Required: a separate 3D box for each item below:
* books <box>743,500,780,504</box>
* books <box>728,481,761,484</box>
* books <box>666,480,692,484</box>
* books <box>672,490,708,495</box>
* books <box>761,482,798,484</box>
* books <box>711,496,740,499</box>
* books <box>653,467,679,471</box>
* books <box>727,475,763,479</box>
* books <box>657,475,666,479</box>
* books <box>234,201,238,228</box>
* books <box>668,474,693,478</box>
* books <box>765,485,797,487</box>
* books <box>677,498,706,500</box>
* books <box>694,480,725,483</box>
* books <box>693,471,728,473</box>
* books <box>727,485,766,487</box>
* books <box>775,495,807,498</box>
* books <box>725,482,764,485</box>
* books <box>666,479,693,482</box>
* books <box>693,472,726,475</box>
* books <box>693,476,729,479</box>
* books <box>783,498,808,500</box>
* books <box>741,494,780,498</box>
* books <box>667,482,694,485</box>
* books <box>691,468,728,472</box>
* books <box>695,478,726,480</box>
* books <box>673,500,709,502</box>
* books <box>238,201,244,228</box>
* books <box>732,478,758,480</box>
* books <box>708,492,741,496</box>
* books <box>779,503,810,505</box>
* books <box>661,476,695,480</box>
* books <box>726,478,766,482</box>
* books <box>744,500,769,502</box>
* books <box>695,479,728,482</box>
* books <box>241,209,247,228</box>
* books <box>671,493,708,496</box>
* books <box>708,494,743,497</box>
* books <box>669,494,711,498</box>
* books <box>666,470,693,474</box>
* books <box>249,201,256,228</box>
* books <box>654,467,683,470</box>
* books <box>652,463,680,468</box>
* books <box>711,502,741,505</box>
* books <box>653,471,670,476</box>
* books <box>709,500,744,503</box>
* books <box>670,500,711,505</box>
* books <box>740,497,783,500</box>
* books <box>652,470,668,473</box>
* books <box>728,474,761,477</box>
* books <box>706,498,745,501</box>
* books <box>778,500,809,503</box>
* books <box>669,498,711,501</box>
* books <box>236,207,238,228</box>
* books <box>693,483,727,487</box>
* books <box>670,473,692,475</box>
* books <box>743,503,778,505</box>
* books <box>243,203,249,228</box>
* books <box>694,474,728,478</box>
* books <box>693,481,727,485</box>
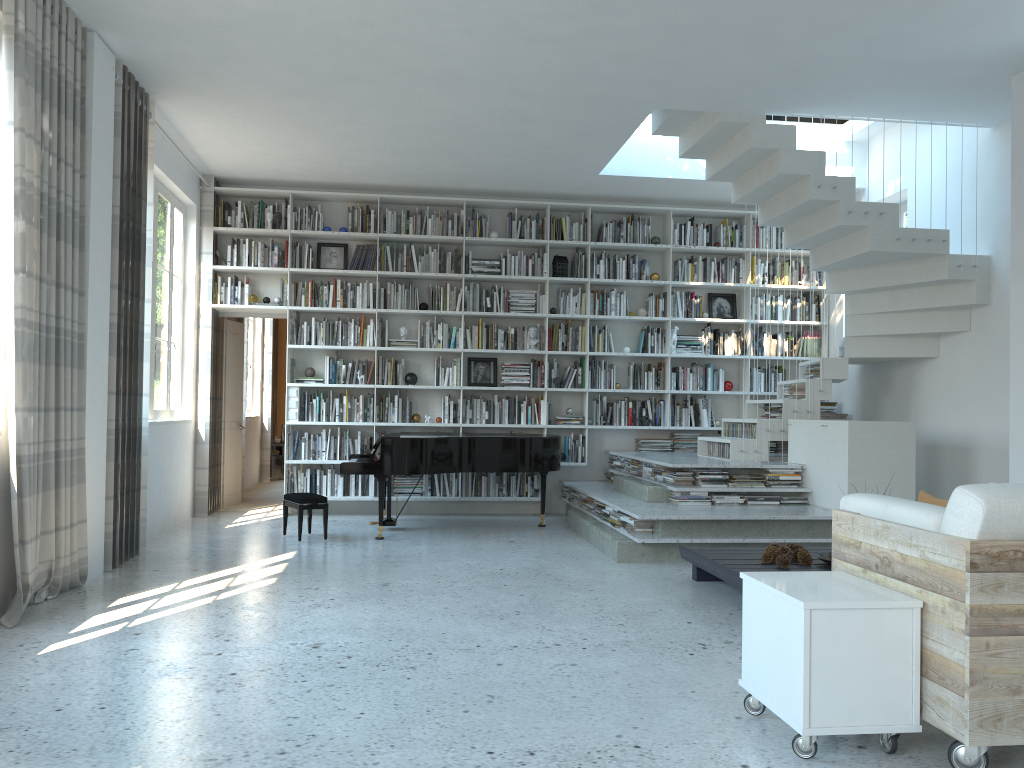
[{"bbox_3d":[1.950,0.926,6.976,0.250,0.018,0.177,1,-2,-4],"label":"books"},{"bbox_3d":[1.853,0.781,7.092,0.214,0.015,0.177,1,-2,-6],"label":"books"},{"bbox_3d":[1.338,0.789,7.133,0.161,0.014,0.212,1,-2,-3],"label":"books"},{"bbox_3d":[1.386,0.844,6.914,0.234,0.025,0.157,1,-2,-12],"label":"books"},{"bbox_3d":[2.148,0.793,7.142,0.262,0.016,0.132,1,-2,-12],"label":"books"},{"bbox_3d":[1.665,0.884,6.964,0.211,0.018,0.134,1,-2,-4],"label":"books"},{"bbox_3d":[1.299,0.712,7.408,0.168,0.013,0.281,1,-2,-10],"label":"books"},{"bbox_3d":[1.854,0.743,7.094,0.245,0.013,0.172,1,-2,-8],"label":"books"},{"bbox_3d":[1.309,0.773,7.408,0.155,0.028,0.189,1,-2,-6],"label":"books"},{"bbox_3d":[-2.682,-1.622,8.634,0.010,0.281,0.160,1,-1,-7],"label":"books"},{"bbox_3d":[1.356,0.742,7.135,0.137,0.012,0.242,1,-2,-6],"label":"books"},{"bbox_3d":[2.149,0.814,7.126,0.220,0.011,0.177,1,-2,-9],"label":"books"},{"bbox_3d":[1.386,0.885,6.910,0.210,0.012,0.168,1,-2,-3],"label":"books"},{"bbox_3d":[1.573,0.777,7.074,0.207,0.012,0.131,1,-2,-11],"label":"books"},{"bbox_3d":[1.576,0.699,7.061,0.228,0.009,0.159,1,-2,-11],"label":"books"},{"bbox_3d":[1.853,0.811,7.087,0.291,0.007,0.174,1,-2,-4],"label":"books"},{"bbox_3d":[2.211,0.893,7.036,0.215,0.007,0.130,1,-2,-5],"label":"books"},{"bbox_3d":[1.851,0.796,7.107,0.293,0.014,0.134,1,-2,-10],"label":"books"},{"bbox_3d":[1.345,0.775,7.134,0.152,0.015,0.208,1,-2,-10],"label":"books"},{"bbox_3d":[1.575,0.713,7.069,0.221,0.018,0.154,1,-2,-6],"label":"books"},{"bbox_3d":[1.575,0.741,7.064,0.260,0.009,0.153,1,-2,-4],"label":"books"},{"bbox_3d":[2.211,0.904,7.036,0.229,0.014,0.133,1,-2,-8],"label":"books"},{"bbox_3d":[1.942,0.882,6.983,0.275,0.009,0.176,1,-2,-7],"label":"books"},{"bbox_3d":[1.354,0.801,7.134,0.144,0.009,0.249,1,-2,-7],"label":"books"},{"bbox_3d":[1.574,0.688,7.082,0.261,0.016,0.128,1,-2,-8],"label":"books"},{"bbox_3d":[1.575,0.752,7.062,0.210,0.012,0.168,1,-2,-6],"label":"books"},{"bbox_3d":[1.385,0.907,6.916,0.264,0.006,0.164,1,-2,-6],"label":"books"},{"bbox_3d":[-2.639,-1.622,8.638,0.028,0.283,0.189,1,-1,-7],"label":"books"},{"bbox_3d":[1.853,0.754,7.099,0.179,0.010,0.160,1,-2,-5],"label":"books"},{"bbox_3d":[1.666,0.864,6.961,0.220,0.013,0.149,1,-2,-8],"label":"books"},{"bbox_3d":[2.212,0.947,7.020,0.261,0.006,0.151,1,-2,-11],"label":"books"},{"bbox_3d":[1.332,0.755,7.132,0.184,0.014,0.297,1,-2,-8],"label":"books"},{"bbox_3d":[1.855,0.766,7.077,0.273,0.014,0.187,1,-2,-12],"label":"books"},{"bbox_3d":[1.949,0.915,6.983,0.254,0.005,0.161,1,-2,-11],"label":"books"},{"bbox_3d":[1.576,0.764,7.051,0.215,0.013,0.189,1,-2,-8],"label":"books"},{"bbox_3d":[-2.610,-1.584,8.631,0.030,0.206,0.175,1,-1,-7],"label":"books"},{"bbox_3d":[1.384,0.862,6.927,0.257,0.010,0.132,1,-2,-3],"label":"books"},{"bbox_3d":[1.666,0.873,6.959,0.242,0.005,0.152,1,-2,-6],"label":"books"},{"bbox_3d":[1.385,0.873,6.914,0.292,0.012,0.159,1,-2,-4],"label":"books"},{"bbox_3d":[1.349,0.710,7.135,0.149,0.014,0.228,1,-2,-9],"label":"books"},{"bbox_3d":[-2.529,-1.620,8.652,0.039,0.282,0.181,1,-1,-7],"label":"books"},{"bbox_3d":[1.300,0.702,7.408,0.171,0.007,0.260,1,-2,-9],"label":"books"},{"bbox_3d":[1.286,0.679,7.407,0.189,0.022,0.237,1,-2,-2],"label":"books"},{"bbox_3d":[1.665,0.932,6.956,0.208,0.015,0.152,1,-2,-9],"label":"books"},{"bbox_3d":[1.300,0.746,7.408,0.177,0.026,0.230,1,-2,-7],"label":"books"},{"bbox_3d":[1.668,0.915,6.942,0.232,0.019,0.169,1,-2,-12],"label":"books"},{"bbox_3d":[1.387,0.921,6.896,0.262,0.023,0.200,1,-2,-9],"label":"books"},{"bbox_3d":[1.951,0.895,6.975,0.287,0.018,0.190,1,-2,-8],"label":"books"},{"bbox_3d":[1.296,0.728,7.407,0.187,0.009,0.250,1,-2,-7],"label":"books"},{"bbox_3d":[1.855,0.731,7.088,0.203,0.011,0.173,1,-2,-12],"label":"books"},{"bbox_3d":[1.666,0.899,6.953,0.272,0.012,0.158,1,-2,-9],"label":"books"},{"bbox_3d":[2.212,0.926,7.027,0.234,0.017,0.151,1,-2,-6],"label":"books"},{"bbox_3d":[1.385,0.900,6.916,0.285,0.008,0.159,1,-2,-9],"label":"books"},{"bbox_3d":[-2.666,-1.595,8.644,0.024,0.227,0.157,1,-1,-7],"label":"books"},{"bbox_3d":[1.575,0.802,7.054,0.216,0.015,0.177,1,-2,-9],"label":"books"},{"bbox_3d":[1.352,0.721,7.135,0.132,0.009,0.269,1,-2,-3],"label":"books"},{"bbox_3d":[1.947,0.941,6.997,0.249,0.009,0.144,1,-2,-8],"label":"books"},{"bbox_3d":[-2.575,-1.611,8.630,0.057,0.262,0.190,1,-1,-7],"label":"books"},{"bbox_3d":[1.578,0.729,7.043,0.230,0.015,0.190,1,-2,-2],"label":"books"},{"bbox_3d":[1.574,0.789,7.069,0.227,0.013,0.148,1,-2,-9],"label":"books"}]
